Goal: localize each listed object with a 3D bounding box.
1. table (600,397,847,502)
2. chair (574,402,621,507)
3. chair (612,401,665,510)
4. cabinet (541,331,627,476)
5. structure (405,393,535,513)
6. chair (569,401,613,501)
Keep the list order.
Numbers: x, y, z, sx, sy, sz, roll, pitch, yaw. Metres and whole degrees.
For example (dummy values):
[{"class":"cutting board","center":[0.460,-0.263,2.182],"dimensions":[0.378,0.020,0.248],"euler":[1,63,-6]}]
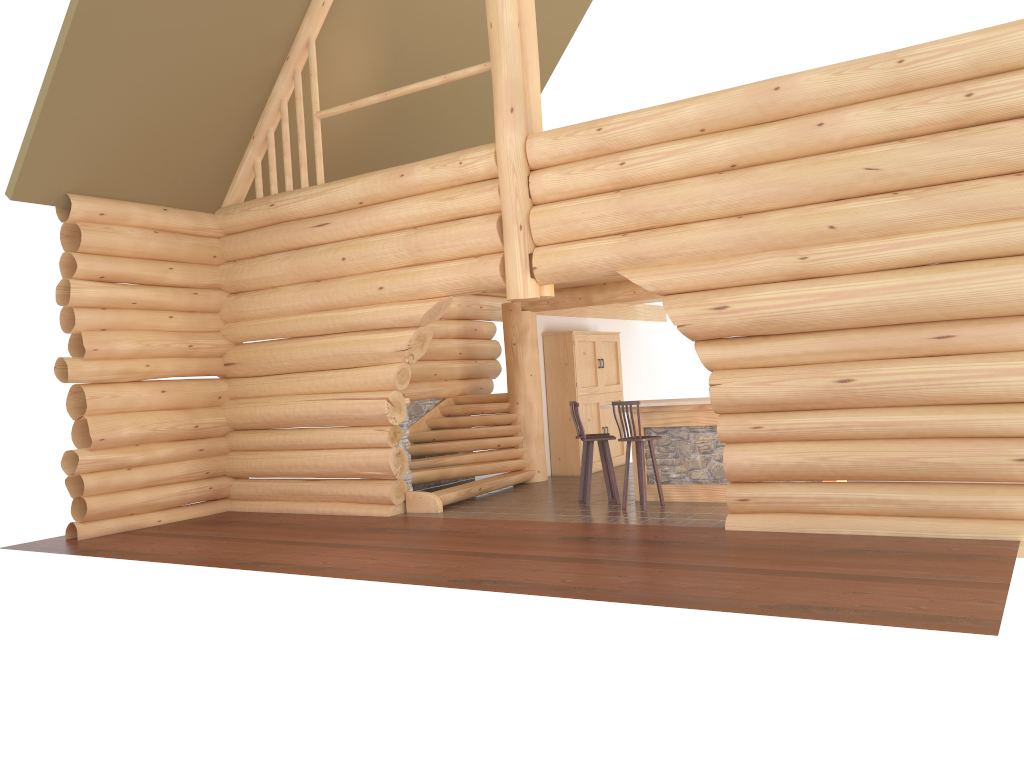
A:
[{"class":"table","center":[2.860,0.800,11.189],"dimensions":[3.220,1.257,1.196],"euler":[-3,0,32]},{"class":"chair","center":[1.091,0.882,11.392],"dimensions":[0.504,1.319,0.406],"euler":[-4,0,1]},{"class":"chair","center":[1.559,0.854,10.891],"dimensions":[0.406,1.319,0.504],"euler":[-3,0,42]},{"class":"cabinet","center":[1.333,0.299,15.599],"dimensions":[0.670,2.403,1.847],"euler":[-3,0,32]},{"class":"structure","center":[-1.077,0.853,13.520],"dimensions":[1.951,1.643,3.604],"euler":[-4,0,26]},{"class":"chair","center":[1.070,0.880,11.913],"dimensions":[0.504,1.319,0.406],"euler":[-4,0,12]}]
